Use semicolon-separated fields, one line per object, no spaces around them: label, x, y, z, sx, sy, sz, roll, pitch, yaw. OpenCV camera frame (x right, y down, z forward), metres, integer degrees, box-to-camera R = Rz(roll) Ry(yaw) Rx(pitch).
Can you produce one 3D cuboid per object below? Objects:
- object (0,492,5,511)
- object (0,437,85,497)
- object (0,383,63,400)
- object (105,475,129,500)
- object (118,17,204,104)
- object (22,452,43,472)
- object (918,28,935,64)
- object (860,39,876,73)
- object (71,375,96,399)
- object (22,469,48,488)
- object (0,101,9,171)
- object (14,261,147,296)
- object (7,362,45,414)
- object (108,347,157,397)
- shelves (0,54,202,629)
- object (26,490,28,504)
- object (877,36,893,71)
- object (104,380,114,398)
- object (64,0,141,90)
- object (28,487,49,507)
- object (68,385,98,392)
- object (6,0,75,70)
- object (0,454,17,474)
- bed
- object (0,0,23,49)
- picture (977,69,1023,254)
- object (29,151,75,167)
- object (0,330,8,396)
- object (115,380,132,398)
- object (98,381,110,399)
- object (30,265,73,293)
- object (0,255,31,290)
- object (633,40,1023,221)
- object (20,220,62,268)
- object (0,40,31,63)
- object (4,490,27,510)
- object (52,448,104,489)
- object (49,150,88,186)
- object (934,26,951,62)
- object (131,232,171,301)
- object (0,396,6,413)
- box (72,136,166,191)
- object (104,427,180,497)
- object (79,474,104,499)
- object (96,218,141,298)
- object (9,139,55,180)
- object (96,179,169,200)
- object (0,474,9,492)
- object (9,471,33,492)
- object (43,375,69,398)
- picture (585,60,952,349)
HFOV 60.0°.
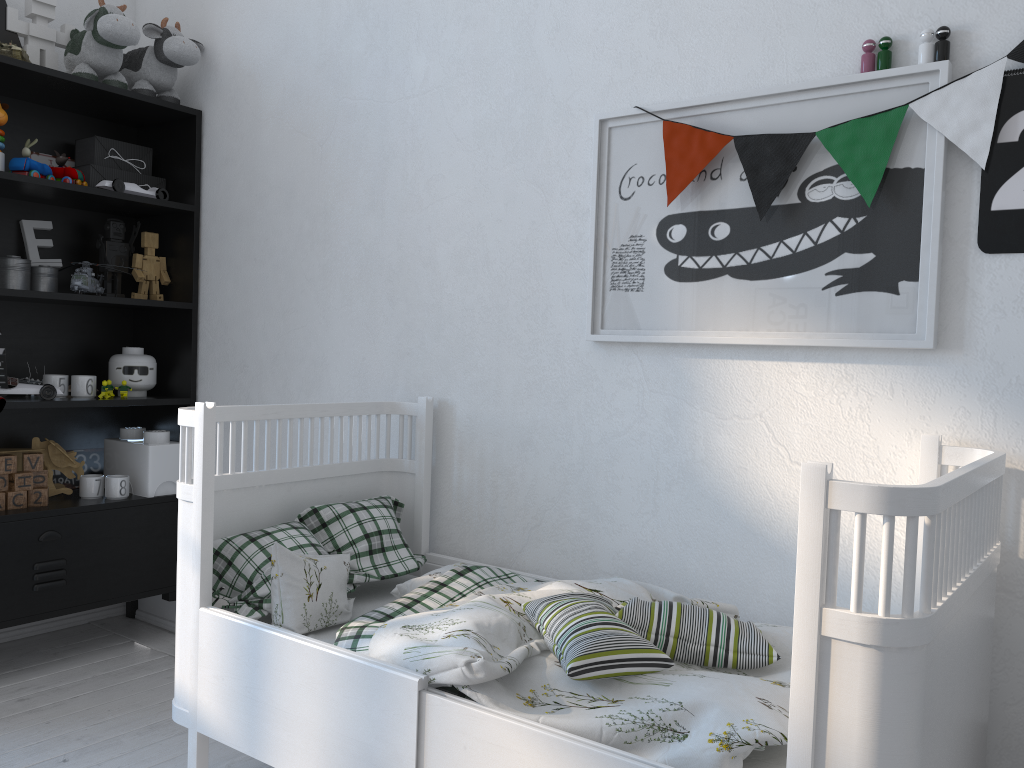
object;-1.429;0.323;2.435;0.050;0.050;0.050;4;3;36
object;-1.449;0.250;2.628;0.337;0.186;0.111;0;3;-39
object;-1.389;0.019;2.492;0.230;0.048;0.098;1;2;-29
object;-1.198;0.313;2.692;0.067;0.067;0.067;0;3;-40
object;-1.139;-0.987;2.744;0.386;0.253;0.211;3;2;20
object;-1.369;0.222;2.532;0.050;0.050;0.050;1;3;-34
object;0.722;-0.586;1.544;0.025;0.064;0.025;3;3;32
object;0.645;-0.591;1.604;0.025;0.064;0.025;3;3;32
object;-1.273;0.009;2.636;0.067;0.067;0.067;0;3;-40
object;-1.374;0.271;2.553;0.050;0.050;0.050;4;3;36
object;-1.413;-0.670;2.408;0.077;0.213;0.077;1;2;-20
object;-1.285;-0.314;2.663;0.349;0.106;0.368;3;2;38
object;-1.593;-0.031;2.507;0.093;0.239;0.542;4;3;37
object;-1.204;-0.036;2.814;0.139;0.162;0.139;2;2;11
shelves;-1.406;-0.028;2.553;0.353;1.678;0.911;4;3;36
object;-1.397;0.319;2.577;0.050;0.050;0.050;4;3;36
object;0.667;-0.589;1.587;0.025;0.064;0.025;4;3;34
object;-1.227;0.015;2.700;0.031;0.054;0.042;4;3;36
object;-1.226;-0.985;2.618;0.370;0.253;0.154;4;3;44
object;-1.355;0.322;2.537;0.050;0.050;0.050;1;2;-24
object;-1.374;0.017;2.765;0.069;0.034;0.163;3;2;36
object;-1.408;-1.015;2.646;0.065;0.291;0.190;4;3;41
object;-1.415;0.223;2.467;0.050;0.050;0.050;4;3;36
bed;0.054;0.477;1.632;1.403;0.833;0.670;3;3;36
object;-1.534;-1.043;2.523;0.057;0.344;0.343;4;3;36
picture;0.858;-0.368;1.460;0.152;0.302;0.010;4;3;36
object;-1.358;-0.643;2.822;0.037;0.132;0.347;4;3;36
object;-1.546;-0.061;2.524;0.048;0.199;0.201;4;3;36
object;-1.185;0.016;2.707;0.042;0.054;0.031;2;2;-9
object;-1.209;0.017;2.634;0.031;0.054;0.042;2;2;-4
object;-1.343;-0.309;2.640;0.246;0.091;0.078;3;2;31
object;-1.468;-0.321;2.609;0.095;0.110;0.095;4;3;41
object;0.598;-0.513;1.632;0.904;0.415;0.058;3;3;35
object;-1.440;-0.427;2.711;0.055;0.151;0.107;4;3;36
object;-1.389;-0.912;2.422;0.121;0.100;0.338;1;2;-19
object;-1.394;0.322;2.483;0.050;0.050;0.050;4;3;41
object;-1.431;0.273;2.805;0.034;0.120;0.347;4;3;36
object;-1.319;-0.629;2.611;0.122;0.112;0.087;2;2;7
object;0.743;-0.585;1.530;0.025;0.064;0.025;3;3;29
object;-1.150;-0.371;2.824;0.052;0.221;0.114;4;3;36
object;-1.386;-0.002;2.296;0.129;0.186;0.110;3;2;23
box;-1.241;-0.665;2.801;0.179;0.189;0.251;4;3;36
object;-1.181;0.243;2.846;0.267;0.199;0.132;4;3;36
object;-1.272;0.311;2.684;0.067;0.067;0.067;0;3;-40
object;-1.244;-0.394;2.798;0.081;0.259;0.117;4;3;36
object;-1.350;-0.626;2.498;0.087;0.126;0.121;3;2;13
object;-1.152;-0.587;2.692;0.098;0.048;0.230;3;2;26
object;-1.433;0.272;2.459;0.050;0.050;0.050;4;3;36
object;-1.383;0.273;2.493;0.050;0.050;0.050;4;3;36
object;-1.346;0.007;2.616;0.067;0.067;0.067;0;3;-40
picture;0.461;-0.324;1.740;0.703;0.493;0.030;3;3;36
